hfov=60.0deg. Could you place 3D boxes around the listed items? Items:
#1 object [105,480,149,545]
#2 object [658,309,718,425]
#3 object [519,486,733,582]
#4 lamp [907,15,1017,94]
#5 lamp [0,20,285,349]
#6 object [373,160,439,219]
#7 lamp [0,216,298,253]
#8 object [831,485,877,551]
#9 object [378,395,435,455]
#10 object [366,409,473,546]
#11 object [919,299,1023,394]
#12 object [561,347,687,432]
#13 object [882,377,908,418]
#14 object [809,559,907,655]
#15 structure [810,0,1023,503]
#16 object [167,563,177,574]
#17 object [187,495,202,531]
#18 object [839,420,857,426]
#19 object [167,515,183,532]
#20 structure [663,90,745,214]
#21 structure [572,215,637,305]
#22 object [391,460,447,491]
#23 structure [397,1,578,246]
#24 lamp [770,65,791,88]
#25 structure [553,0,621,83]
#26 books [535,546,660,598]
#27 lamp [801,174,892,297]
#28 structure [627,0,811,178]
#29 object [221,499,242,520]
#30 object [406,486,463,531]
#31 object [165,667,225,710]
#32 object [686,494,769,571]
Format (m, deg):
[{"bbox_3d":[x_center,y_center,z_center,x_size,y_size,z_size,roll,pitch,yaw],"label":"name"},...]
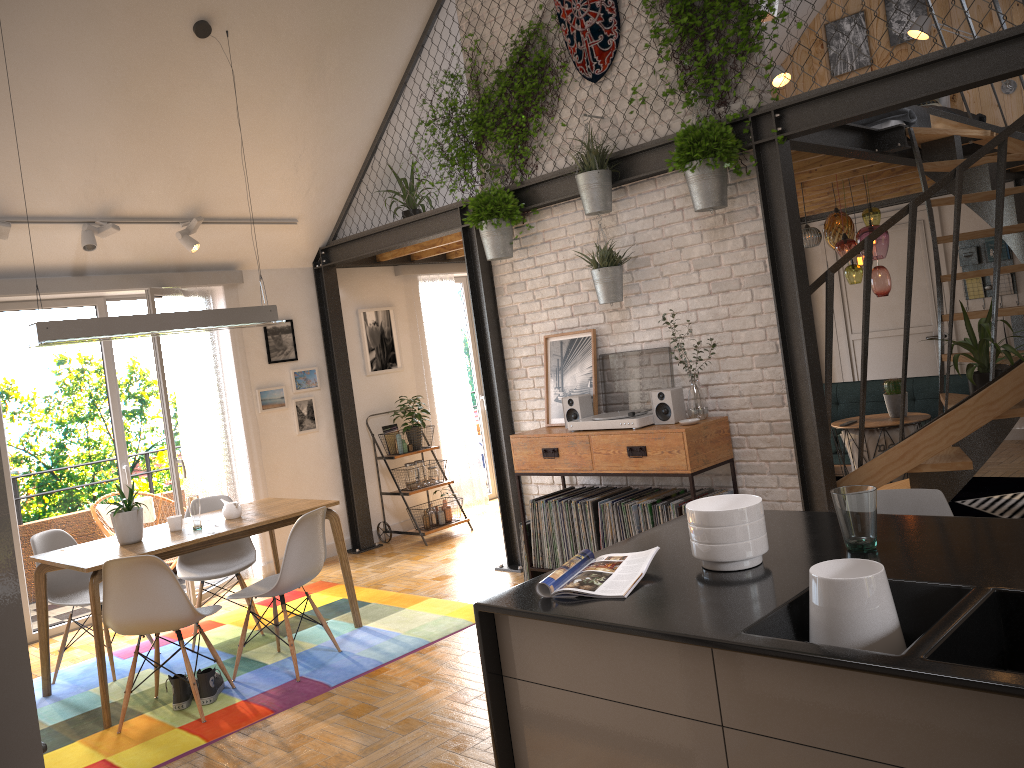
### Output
[{"bbox_3d":[-2.023,0.670,4.646,0.214,0.329,0.233,-9,1,-40],"label":"object"},{"bbox_3d":[0.930,-0.103,4.817,0.291,0.620,0.295,-8,1,-31],"label":"object"},{"bbox_3d":[0.644,0.917,5.158,1.310,0.574,0.406,-6,2,44],"label":"object"},{"bbox_3d":[4.023,-2.944,7.963,0.850,0.813,0.194,-8,0,1],"label":"lamp"},{"bbox_3d":[-2.026,-1.172,4.877,0.268,1.819,1.350,-8,1,44],"label":"lamp"},{"bbox_3d":[-0.822,-1.500,7.068,0.527,0.591,0.459,-7,1,27],"label":"object"},{"bbox_3d":[-2.828,-0.932,5.572,0.207,0.261,3.501,-7,3,45],"label":"lamp"},{"bbox_3d":[0.820,0.320,2.104,0.103,0.141,0.104,-7,1,34],"label":"object"},{"bbox_3d":[-0.903,0.339,7.571,0.493,0.475,0.395,-9,1,-34],"label":"object"},{"bbox_3d":[-0.799,0.755,7.519,0.629,1.078,0.580,-7,1,44],"label":"object"},{"bbox_3d":[2.337,-0.187,4.447,0.527,0.591,0.459,-7,1,32],"label":"object"},{"bbox_3d":[0.615,0.032,5.107,0.785,0.414,0.416,-6,2,44],"label":"object"},{"bbox_3d":[2.785,0.093,6.427,0.189,0.295,0.173,-8,1,18],"label":"object"},{"bbox_3d":[0.669,0.475,1.733,0.190,0.232,0.190,-8,1,7],"label":"object"},{"bbox_3d":[2.563,-0.952,5.009,2.254,3.817,1.624,-8,1,-31],"label":"structure"},{"bbox_3d":[-2.786,1.504,7.406,0.285,0.163,0.163,-9,2,-35],"label":"object"},{"bbox_3d":[-1.705,0.693,4.771,0.062,0.184,0.062,-8,0,8],"label":"object"},{"bbox_3d":[2.432,0.284,6.405,0.050,0.013,0.208,-6,3,44],"label":"object"},{"bbox_3d":[-1.841,0.763,4.844,0.078,0.077,0.077,-9,2,-28],"label":"object"},{"bbox_3d":[0.992,-1.210,4.619,0.424,0.652,0.437,-8,1,-16],"label":"structure"},{"bbox_3d":[0.541,-0.715,5.159,0.385,0.534,0.359,-9,1,-36],"label":"structure"},{"bbox_3d":[-0.778,0.759,7.495,0.238,0.216,0.440,-6,2,44],"label":"object"},{"bbox_3d":[-0.106,-1.724,5.828,2.122,1.679,0.432,-6,1,45],"label":"structure"},{"bbox_3d":[2.725,-2.821,9.230,0.194,0.813,0.851,-8,1,-2],"label":"lamp"},{"bbox_3d":[0.385,-2.237,5.170,0.439,0.964,0.192,-7,1,44],"label":"structure"},{"bbox_3d":[0.215,0.453,2.144,0.222,0.044,0.283,-7,3,27],"label":"books"},{"bbox_3d":[2.468,-1.120,6.577,0.618,1.013,0.490,-8,1,-6],"label":"lamp"},{"bbox_3d":[1.082,-1.998,4.664,1.301,1.870,0.459,-7,1,41],"label":"structure"},{"bbox_3d":[-1.587,0.705,5.019,0.107,0.106,0.178,-8,2,-19],"label":"object"},{"bbox_3d":[-0.627,1.033,7.387,0.276,0.290,0.440,-7,2,44],"label":"object"},{"bbox_3d":[-1.539,1.451,4.322,0.259,0.156,0.300,-8,2,-11],"label":"object"},{"bbox_3d":[0.518,0.357,2.129,0.181,0.147,0.182,-6,2,42],"label":"object"}]
